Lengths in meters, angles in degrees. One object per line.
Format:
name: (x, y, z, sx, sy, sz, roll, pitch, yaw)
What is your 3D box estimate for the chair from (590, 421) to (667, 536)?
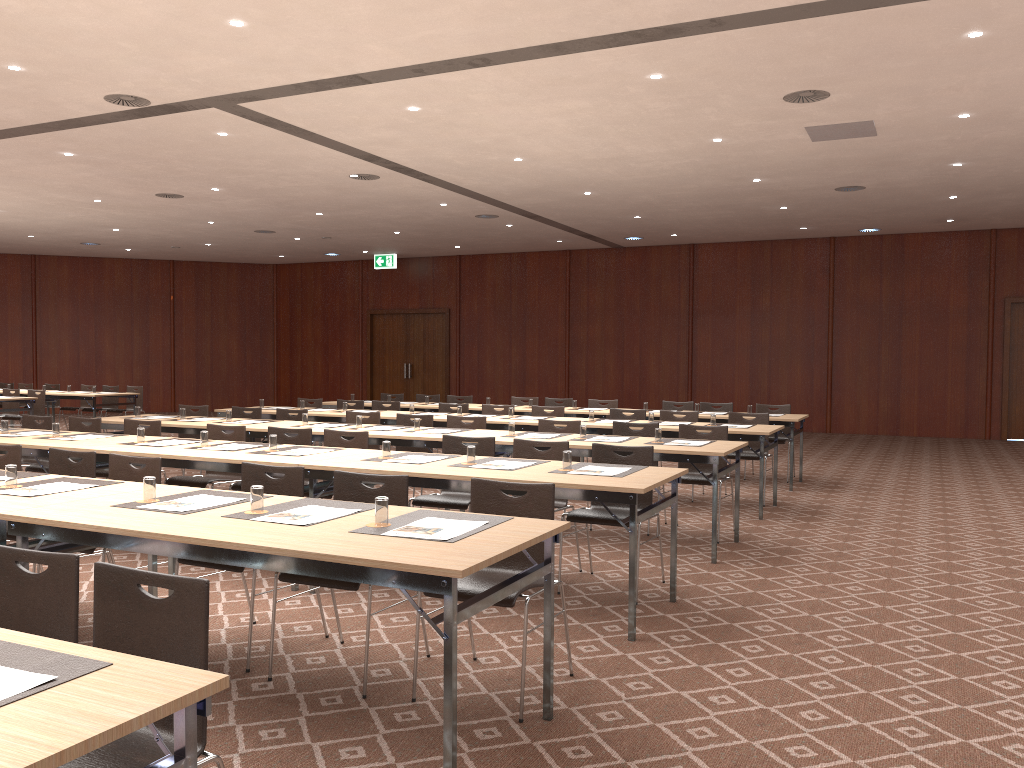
chair: (1.055, 0.817, 7.943, 0.535, 0.940, 0.613, 1, 2, 24)

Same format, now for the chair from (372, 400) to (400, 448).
chair: (-1.718, 0.691, 11.461, 0.535, 0.940, 0.613, 1, 2, 24)

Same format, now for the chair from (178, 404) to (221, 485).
chair: (-3.770, 0.717, 10.181, 0.535, 0.940, 0.613, 1, 2, 23)

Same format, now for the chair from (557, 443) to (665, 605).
chair: (0.667, 0.879, 5.831, 0.535, 0.940, 0.613, 1, 2, 26)

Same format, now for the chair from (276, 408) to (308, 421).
chair: (-2.482, 0.744, 9.573, 0.535, 0.940, 0.613, 1, 2, 26)

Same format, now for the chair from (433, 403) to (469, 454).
chair: (-0.806, 0.713, 10.946, 0.535, 0.940, 0.613, 1, 2, 27)

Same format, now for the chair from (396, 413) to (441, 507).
chair: (-1.057, 0.775, 8.854, 0.535, 0.940, 0.613, 1, 2, 25)

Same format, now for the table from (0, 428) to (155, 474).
table: (-4.236, 0.848, 7.531, 2.267, 0.833, 0.953, 1, 2, 25)

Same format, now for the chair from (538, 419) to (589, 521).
chair: (0.366, 0.805, 8.183, 0.535, 0.940, 0.613, 2, 2, 27)

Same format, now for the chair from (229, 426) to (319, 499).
chair: (-1.873, 0.824, 7.076, 0.535, 0.940, 0.613, 1, 2, 23)

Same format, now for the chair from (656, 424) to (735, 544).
chair: (1.600, 0.829, 7.647, 0.535, 0.940, 0.613, 1, 2, 27)

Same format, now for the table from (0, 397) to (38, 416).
table: (-8.710, 0.619, 14.062, 2.267, 0.833, 0.953, 1, 2, 25)

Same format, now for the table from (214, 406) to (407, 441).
table: (-2.528, 0.748, 11.145, 2.267, 0.833, 0.953, 1, 2, 25)

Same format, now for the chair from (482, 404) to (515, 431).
chair: (-0.235, 0.723, 10.723, 0.535, 0.940, 0.613, 1, 2, 22)

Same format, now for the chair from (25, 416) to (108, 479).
chair: (-4.034, 0.779, 8.095, 0.535, 0.940, 0.613, 1, 2, 26)

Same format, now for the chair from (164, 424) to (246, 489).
chair: (-2.476, 0.813, 7.313, 0.535, 0.940, 0.613, 1, 2, 27)

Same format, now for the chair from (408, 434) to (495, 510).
chair: (-0.390, 0.854, 6.414, 0.535, 0.940, 0.613, 1, 2, 24)

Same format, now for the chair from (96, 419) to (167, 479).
chair: (-3.382, 0.791, 7.826, 0.535, 0.940, 0.613, 1, 2, 23)

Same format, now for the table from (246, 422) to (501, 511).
table: (-1.330, 0.841, 8.370, 2.267, 0.833, 0.953, 1, 2, 25)

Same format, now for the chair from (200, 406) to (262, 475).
chair: (-3.071, 0.730, 9.889, 0.535, 0.940, 0.613, 1, 2, 26)

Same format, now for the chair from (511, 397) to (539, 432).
chair: (0.115, 0.662, 12.806, 0.535, 0.940, 0.613, 1, 2, 24)

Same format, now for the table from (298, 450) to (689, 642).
table: (-0.131, 0.934, 5.594, 2.267, 0.833, 0.953, 1, 2, 25)

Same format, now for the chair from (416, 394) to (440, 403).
chair: (-1.371, 0.630, 13.507, 0.535, 0.940, 0.613, 2, 2, 27)

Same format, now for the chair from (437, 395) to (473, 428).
chair: (-0.858, 0.644, 13.180, 0.535, 0.940, 0.613, 1, 2, 25)

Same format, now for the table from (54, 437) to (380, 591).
table: (-2.184, 0.891, 6.563, 2.267, 0.833, 0.953, 1, 2, 25)

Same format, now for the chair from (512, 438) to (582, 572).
chair: (0.125, 0.866, 6.133, 0.535, 0.940, 0.613, 2, 2, 27)

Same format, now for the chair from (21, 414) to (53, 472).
chair: (-4.592, 0.768, 8.312, 0.535, 0.940, 0.613, 1, 2, 26)

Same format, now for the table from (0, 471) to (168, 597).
table: (-3.038, 0.941, 4.756, 2.267, 0.833, 0.953, 1, 2, 25)

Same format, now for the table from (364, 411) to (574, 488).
table: (-0.475, 0.792, 10.177, 2.267, 0.833, 0.953, 1, 2, 25)

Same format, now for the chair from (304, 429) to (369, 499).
chair: (-1.383, 0.834, 6.844, 0.535, 0.940, 0.613, 2, 2, 27)

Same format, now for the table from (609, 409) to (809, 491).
table: (2.432, 0.785, 11.016, 2.267, 0.833, 0.953, 1, 2, 25)

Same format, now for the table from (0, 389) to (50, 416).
table: (-9.908, 0.526, 16.837, 2.267, 0.833, 0.953, 1, 2, 25)

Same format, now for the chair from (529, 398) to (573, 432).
chair: (0.594, 0.673, 12.542, 0.535, 0.940, 0.613, 1, 2, 26)

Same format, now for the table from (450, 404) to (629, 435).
table: (0.379, 0.742, 11.984, 2.267, 0.833, 0.953, 1, 2, 25)

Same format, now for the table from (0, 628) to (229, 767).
table: (-1.840, 1.034, 1.980, 2.267, 0.833, 0.953, 1, 2, 25)

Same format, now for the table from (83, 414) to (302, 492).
table: (-3.382, 0.798, 9.338, 2.267, 0.833, 0.953, 1, 2, 25)

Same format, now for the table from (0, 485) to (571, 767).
table: (-0.986, 0.984, 3.787, 2.267, 0.833, 0.953, 1, 2, 25)

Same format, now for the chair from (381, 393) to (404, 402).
chair: (-1.955, 0.619, 13.744, 0.535, 0.940, 0.613, 2, 2, 28)

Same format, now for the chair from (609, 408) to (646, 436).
chair: (1.252, 0.754, 10.021, 0.535, 0.940, 0.613, 1, 2, 25)

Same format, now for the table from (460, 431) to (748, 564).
table: (0.723, 0.884, 7.401, 2.267, 0.833, 0.953, 1, 2, 25)

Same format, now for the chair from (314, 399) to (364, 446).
chair: (-2.220, 0.681, 11.659, 0.535, 0.940, 0.613, 1, 2, 25)

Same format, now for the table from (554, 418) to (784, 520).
table: (1.577, 0.835, 9.209, 2.267, 0.833, 0.953, 1, 2, 25)

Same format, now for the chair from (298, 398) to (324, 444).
chair: (-2.841, 0.667, 11.991, 0.535, 0.940, 0.613, 2, 2, 28)

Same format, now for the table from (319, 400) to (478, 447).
table: (-1.673, 0.699, 12.952, 2.267, 0.833, 0.953, 1, 2, 25)

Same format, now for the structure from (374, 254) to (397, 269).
structure: (-3.094, -2.994, 21.663, 0.587, 0.346, 0.105, 1, 2, 25)

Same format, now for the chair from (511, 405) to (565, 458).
chair: (0.351, 0.734, 10.485, 0.535, 0.940, 0.613, 2, 2, 28)

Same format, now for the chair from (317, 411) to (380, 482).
chair: (-1.643, 0.760, 9.215, 0.535, 0.940, 0.613, 1, 2, 25)

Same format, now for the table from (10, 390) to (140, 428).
table: (-7.856, 0.569, 15.869, 2.267, 0.833, 0.953, 1, 2, 25)

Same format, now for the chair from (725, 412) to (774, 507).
chair: (2.490, 0.779, 9.476, 0.535, 0.940, 0.613, 1, 2, 26)

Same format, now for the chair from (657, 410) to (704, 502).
chair: (1.789, 0.767, 9.721, 0.535, 0.940, 0.613, 1, 2, 23)

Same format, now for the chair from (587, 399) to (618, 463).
chair: (1.200, 0.687, 12.210, 0.535, 0.940, 0.613, 1, 2, 23)

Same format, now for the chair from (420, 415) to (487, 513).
chair: (-0.518, 0.785, 8.646, 0.535, 0.940, 0.613, 1, 2, 23)
